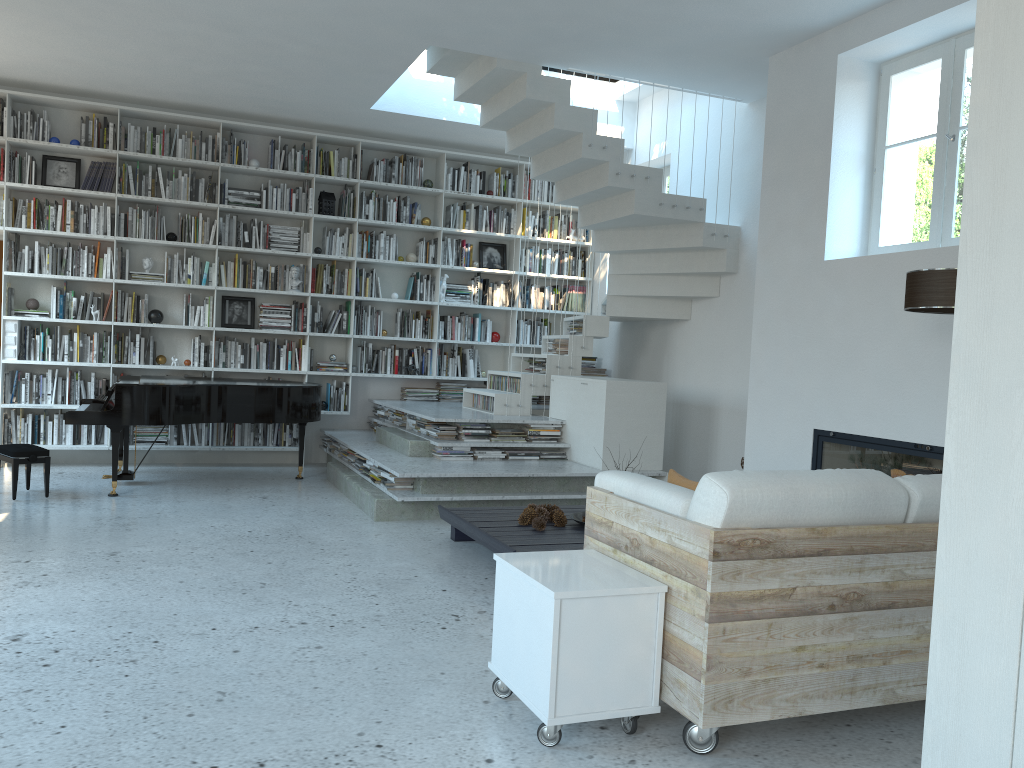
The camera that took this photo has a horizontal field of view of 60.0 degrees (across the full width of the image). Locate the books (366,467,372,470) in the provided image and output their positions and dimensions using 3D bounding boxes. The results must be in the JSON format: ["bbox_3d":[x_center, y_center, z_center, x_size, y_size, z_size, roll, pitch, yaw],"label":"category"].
[{"bbox_3d":[-1.038,0.645,6.851,0.171,0.007,0.260,2,2,-19],"label":"books"}]

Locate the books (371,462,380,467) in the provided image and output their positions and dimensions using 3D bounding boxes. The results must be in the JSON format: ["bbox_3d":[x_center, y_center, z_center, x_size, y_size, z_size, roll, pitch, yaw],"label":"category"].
[{"bbox_3d":[-0.928,0.592,6.567,0.182,0.016,0.256,2,2,-19],"label":"books"}]

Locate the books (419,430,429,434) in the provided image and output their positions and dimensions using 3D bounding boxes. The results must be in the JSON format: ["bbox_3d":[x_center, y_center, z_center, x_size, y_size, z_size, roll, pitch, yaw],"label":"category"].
[{"bbox_3d":[-0.660,0.393,7.281,0.154,0.007,0.292,2,2,-19],"label":"books"}]

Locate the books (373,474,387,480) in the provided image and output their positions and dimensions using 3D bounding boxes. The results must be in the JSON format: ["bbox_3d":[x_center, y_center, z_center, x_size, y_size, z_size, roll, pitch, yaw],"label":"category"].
[{"bbox_3d":[-0.921,0.688,6.576,0.170,0.006,0.268,2,2,-22],"label":"books"}]

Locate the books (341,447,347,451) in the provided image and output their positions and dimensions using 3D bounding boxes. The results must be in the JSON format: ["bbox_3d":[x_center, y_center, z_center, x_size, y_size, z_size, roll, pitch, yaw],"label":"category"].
[{"bbox_3d":[-1.386,0.564,7.704,0.182,0.016,0.198,2,2,-17],"label":"books"}]

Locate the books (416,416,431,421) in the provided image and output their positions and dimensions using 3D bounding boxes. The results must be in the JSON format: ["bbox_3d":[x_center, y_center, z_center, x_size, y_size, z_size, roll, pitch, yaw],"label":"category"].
[{"bbox_3d":[-0.673,0.281,7.269,0.189,0.022,0.237,2,2,-17],"label":"books"}]

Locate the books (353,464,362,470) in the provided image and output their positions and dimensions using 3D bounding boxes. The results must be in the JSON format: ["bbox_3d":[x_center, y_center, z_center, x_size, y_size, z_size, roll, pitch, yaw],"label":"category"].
[{"bbox_3d":[-1.162,0.667,7.133,0.189,0.009,0.290,2,2,-19],"label":"books"}]

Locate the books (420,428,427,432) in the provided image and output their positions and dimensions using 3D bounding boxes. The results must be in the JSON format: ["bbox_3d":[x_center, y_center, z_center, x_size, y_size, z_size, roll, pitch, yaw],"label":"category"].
[{"bbox_3d":[-0.654,0.375,7.282,0.155,0.028,0.189,2,2,-21],"label":"books"}]

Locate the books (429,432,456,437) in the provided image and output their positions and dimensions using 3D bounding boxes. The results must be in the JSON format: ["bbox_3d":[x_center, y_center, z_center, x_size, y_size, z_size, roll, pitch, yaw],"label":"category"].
[{"bbox_3d":[-0.551,0.399,7.027,0.152,0.015,0.207,2,2,-25],"label":"books"}]

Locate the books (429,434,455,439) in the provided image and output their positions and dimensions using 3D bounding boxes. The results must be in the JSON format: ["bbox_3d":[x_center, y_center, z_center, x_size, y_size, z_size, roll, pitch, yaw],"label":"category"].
[{"bbox_3d":[-0.557,0.413,7.025,0.161,0.014,0.212,2,2,-18],"label":"books"}]

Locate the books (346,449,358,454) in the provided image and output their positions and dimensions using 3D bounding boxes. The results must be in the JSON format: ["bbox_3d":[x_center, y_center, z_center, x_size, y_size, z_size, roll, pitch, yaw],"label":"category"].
[{"bbox_3d":[-1.267,0.567,7.418,0.179,0.012,0.249,2,2,-25],"label":"books"}]

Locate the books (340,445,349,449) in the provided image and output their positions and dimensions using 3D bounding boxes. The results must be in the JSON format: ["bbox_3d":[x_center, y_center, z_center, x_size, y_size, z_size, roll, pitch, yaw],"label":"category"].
[{"bbox_3d":[-1.378,0.549,7.706,0.171,0.015,0.252,2,2,-25],"label":"books"}]

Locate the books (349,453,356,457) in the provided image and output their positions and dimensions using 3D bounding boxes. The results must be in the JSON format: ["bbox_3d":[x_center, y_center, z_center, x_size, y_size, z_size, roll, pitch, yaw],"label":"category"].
[{"bbox_3d":[-1.258,0.592,7.423,0.169,0.009,0.241,2,2,-22],"label":"books"}]

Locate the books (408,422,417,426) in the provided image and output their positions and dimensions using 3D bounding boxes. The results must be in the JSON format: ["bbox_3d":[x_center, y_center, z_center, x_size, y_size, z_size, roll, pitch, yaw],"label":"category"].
[{"bbox_3d":[-0.783,0.340,7.558,0.178,0.015,0.187,2,2,-17],"label":"books"}]

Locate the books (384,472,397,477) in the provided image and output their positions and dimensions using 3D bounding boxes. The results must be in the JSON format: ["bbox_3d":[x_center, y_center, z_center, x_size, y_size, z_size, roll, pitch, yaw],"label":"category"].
[{"bbox_3d":[-0.810,0.635,6.289,0.165,0.015,0.243,2,2,-18],"label":"books"}]

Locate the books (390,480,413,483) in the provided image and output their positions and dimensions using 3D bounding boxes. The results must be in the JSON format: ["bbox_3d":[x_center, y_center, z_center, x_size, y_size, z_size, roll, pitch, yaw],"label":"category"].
[{"bbox_3d":[-0.793,0.679,6.298,0.137,0.019,0.224,2,2,-21],"label":"books"}]

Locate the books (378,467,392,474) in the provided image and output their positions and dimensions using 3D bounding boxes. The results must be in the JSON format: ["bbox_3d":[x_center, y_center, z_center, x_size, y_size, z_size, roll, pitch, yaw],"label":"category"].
[{"bbox_3d":[-0.821,0.610,6.282,0.192,0.014,0.256,2,2,-26],"label":"books"}]

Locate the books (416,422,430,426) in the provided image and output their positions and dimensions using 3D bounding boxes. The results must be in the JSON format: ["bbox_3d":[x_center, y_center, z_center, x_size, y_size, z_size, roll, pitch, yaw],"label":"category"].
[{"bbox_3d":[-0.665,0.330,7.275,0.187,0.009,0.250,2,2,-22],"label":"books"}]

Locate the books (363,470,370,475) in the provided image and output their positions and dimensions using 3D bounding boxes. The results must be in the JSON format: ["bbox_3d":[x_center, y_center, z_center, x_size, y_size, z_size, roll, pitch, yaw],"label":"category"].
[{"bbox_3d":[-1.036,0.691,6.855,0.171,0.005,0.297,2,2,-23],"label":"books"}]

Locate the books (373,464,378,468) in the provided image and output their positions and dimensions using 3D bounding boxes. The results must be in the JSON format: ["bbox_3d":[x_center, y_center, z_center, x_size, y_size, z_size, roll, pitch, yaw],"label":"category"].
[{"bbox_3d":[-0.928,0.605,6.568,0.178,0.010,0.195,2,2,-17],"label":"books"}]

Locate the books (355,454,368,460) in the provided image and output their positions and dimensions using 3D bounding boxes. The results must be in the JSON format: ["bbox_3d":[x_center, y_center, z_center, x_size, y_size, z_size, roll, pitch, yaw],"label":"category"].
[{"bbox_3d":[-1.149,0.586,7.132,0.170,0.014,0.280,2,2,-25],"label":"books"}]

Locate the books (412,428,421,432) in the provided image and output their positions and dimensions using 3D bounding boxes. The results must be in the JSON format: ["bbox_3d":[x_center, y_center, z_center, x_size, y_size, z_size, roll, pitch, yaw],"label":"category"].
[{"bbox_3d":[-0.767,0.393,7.568,0.132,0.016,0.262,2,2,-17],"label":"books"}]

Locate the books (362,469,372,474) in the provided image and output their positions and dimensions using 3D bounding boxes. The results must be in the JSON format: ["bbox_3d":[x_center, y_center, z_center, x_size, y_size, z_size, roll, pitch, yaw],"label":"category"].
[{"bbox_3d":[-1.039,0.675,6.852,0.180,0.008,0.267,2,2,-23],"label":"books"}]

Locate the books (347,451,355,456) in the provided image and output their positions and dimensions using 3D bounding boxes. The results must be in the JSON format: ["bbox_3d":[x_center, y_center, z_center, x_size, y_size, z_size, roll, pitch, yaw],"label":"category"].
[{"bbox_3d":[-1.265,0.580,7.420,0.165,0.014,0.235,2,2,-27],"label":"books"}]

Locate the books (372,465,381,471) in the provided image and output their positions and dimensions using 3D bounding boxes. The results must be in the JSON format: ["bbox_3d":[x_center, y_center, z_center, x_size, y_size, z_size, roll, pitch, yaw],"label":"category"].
[{"bbox_3d":[-0.920,0.622,6.572,0.175,0.006,0.251,2,2,-22],"label":"books"}]

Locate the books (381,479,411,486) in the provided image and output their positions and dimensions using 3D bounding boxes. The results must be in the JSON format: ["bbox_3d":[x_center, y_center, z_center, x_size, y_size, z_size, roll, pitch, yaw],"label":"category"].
[{"bbox_3d":[-0.823,0.696,6.287,0.187,0.017,0.205,2,2,-17],"label":"books"}]

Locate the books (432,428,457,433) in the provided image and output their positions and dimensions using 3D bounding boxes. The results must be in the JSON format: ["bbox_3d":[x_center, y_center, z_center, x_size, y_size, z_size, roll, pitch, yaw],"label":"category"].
[{"bbox_3d":[-0.539,0.366,7.029,0.137,0.012,0.242,2,2,-21],"label":"books"}]

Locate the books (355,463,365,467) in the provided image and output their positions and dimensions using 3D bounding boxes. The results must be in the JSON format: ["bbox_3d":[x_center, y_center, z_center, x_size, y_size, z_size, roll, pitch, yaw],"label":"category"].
[{"bbox_3d":[-1.152,0.649,7.135,0.177,0.011,0.220,2,2,-20],"label":"books"}]

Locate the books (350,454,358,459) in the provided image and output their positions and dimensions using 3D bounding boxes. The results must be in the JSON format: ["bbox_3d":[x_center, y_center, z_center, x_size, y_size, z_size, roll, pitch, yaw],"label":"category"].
[{"bbox_3d":[-1.254,0.601,7.425,0.155,0.009,0.297,2,2,-21],"label":"books"}]

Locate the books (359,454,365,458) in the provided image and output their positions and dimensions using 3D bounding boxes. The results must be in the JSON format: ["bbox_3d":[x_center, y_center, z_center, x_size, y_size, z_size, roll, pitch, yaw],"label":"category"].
[{"bbox_3d":[-1.135,0.576,7.137,0.157,0.007,0.268,2,2,-22],"label":"books"}]

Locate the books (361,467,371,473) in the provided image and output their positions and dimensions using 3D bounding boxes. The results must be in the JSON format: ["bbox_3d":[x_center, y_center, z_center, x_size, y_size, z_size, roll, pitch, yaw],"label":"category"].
[{"bbox_3d":[-1.044,0.665,6.850,0.189,0.013,0.215,2,2,-24],"label":"books"}]

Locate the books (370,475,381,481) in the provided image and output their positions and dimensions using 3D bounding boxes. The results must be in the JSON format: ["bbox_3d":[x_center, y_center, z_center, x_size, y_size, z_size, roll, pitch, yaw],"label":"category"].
[{"bbox_3d":[-0.935,0.694,6.571,0.191,0.006,0.275,2,2,-20],"label":"books"}]

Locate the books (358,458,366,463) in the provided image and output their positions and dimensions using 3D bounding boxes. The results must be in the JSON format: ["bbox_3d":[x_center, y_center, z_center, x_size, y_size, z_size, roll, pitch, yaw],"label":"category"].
[{"bbox_3d":[-1.138,0.611,7.138,0.142,0.017,0.239,2,2,-26],"label":"books"}]

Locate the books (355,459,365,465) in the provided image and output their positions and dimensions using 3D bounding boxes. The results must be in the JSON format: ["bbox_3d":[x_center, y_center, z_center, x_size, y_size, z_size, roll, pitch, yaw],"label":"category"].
[{"bbox_3d":[-1.149,0.631,7.135,0.160,0.025,0.243,2,2,-27],"label":"books"}]

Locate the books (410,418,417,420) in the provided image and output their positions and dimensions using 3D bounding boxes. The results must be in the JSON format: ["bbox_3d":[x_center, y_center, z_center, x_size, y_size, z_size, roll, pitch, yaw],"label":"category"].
[{"bbox_3d":[-0.766,0.296,7.562,0.145,0.017,0.208,2,2,-27],"label":"books"}]

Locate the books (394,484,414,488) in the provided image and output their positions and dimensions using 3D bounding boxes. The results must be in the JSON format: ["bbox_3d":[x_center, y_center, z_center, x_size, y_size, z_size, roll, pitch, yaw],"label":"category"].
[{"bbox_3d":[-0.791,0.713,6.302,0.132,0.014,0.205,2,2,-22],"label":"books"}]

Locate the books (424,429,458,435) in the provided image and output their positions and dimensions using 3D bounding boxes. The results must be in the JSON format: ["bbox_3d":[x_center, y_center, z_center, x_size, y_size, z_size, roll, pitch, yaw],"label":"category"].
[{"bbox_3d":[-0.562,0.378,7.021,0.184,0.014,0.297,2,2,-23],"label":"books"}]

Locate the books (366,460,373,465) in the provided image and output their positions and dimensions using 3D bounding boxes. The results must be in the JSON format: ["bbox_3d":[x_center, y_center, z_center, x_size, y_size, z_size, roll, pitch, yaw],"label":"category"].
[{"bbox_3d":[-1.024,0.612,6.854,0.141,0.028,0.222,2,2,-27],"label":"books"}]

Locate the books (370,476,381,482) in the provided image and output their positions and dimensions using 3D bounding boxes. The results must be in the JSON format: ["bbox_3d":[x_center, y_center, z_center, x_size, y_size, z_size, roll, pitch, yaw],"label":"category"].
[{"bbox_3d":[-0.929,0.701,6.573,0.178,0.009,0.276,2,2,-24],"label":"books"}]

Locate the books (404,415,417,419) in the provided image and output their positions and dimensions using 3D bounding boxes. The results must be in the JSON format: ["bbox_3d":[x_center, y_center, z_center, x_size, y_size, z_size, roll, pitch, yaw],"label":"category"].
[{"bbox_3d":[-0.787,0.279,7.552,0.192,0.014,0.256,2,2,-26],"label":"books"}]

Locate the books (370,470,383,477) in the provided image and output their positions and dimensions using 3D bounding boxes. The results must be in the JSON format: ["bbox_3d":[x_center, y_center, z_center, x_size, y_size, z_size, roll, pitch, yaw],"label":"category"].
[{"bbox_3d":[-0.931,0.664,6.570,0.191,0.015,0.246,2,2,-21],"label":"books"}]

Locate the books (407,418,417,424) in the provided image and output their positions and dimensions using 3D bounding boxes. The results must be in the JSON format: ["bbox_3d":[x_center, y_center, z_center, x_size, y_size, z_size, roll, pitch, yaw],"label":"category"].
[{"bbox_3d":[-0.777,0.318,7.559,0.174,0.029,0.250,2,2,-24],"label":"books"}]

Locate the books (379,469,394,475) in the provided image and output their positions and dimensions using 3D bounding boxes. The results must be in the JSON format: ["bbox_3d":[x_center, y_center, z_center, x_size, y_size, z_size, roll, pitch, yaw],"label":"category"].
[{"bbox_3d":[-0.815,0.622,6.286,0.176,0.010,0.266,2,2,-26],"label":"books"}]

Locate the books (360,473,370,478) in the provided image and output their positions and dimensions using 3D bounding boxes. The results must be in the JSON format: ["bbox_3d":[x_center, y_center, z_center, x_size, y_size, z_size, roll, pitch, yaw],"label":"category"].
[{"bbox_3d":[-1.051,0.703,6.850,0.193,0.005,0.224,2,2,-26],"label":"books"}]

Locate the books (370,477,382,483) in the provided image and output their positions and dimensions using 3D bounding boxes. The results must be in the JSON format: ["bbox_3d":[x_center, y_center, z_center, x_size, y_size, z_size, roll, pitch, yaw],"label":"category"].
[{"bbox_3d":[-0.940,0.713,6.570,0.191,0.016,0.208,2,2,-17],"label":"books"}]

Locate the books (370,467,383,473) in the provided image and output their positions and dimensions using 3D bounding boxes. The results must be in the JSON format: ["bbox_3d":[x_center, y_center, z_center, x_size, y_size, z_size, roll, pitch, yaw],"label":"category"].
[{"bbox_3d":[-0.928,0.639,6.570,0.168,0.013,0.281,2,2,-27],"label":"books"}]

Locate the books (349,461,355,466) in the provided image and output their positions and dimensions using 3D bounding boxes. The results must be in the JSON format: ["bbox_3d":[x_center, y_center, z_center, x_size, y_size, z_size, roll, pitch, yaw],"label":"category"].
[{"bbox_3d":[-1.267,0.663,7.424,0.161,0.008,0.254,2,2,-17],"label":"books"}]

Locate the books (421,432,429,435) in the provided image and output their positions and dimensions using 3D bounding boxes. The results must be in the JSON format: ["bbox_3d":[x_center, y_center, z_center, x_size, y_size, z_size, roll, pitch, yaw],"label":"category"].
[{"bbox_3d":[-0.657,0.406,7.283,0.142,0.020,0.230,2,2,-17],"label":"books"}]

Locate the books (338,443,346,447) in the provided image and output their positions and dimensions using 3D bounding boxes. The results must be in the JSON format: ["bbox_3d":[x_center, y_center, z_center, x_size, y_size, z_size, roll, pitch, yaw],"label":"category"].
[{"bbox_3d":[-1.388,0.528,7.701,0.193,0.005,0.224,2,2,-26],"label":"books"}]

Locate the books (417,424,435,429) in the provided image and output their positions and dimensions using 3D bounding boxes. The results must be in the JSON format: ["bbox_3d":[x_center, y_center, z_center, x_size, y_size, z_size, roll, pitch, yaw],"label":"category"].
[{"bbox_3d":[-0.662,0.348,7.278,0.177,0.026,0.230,2,2,-22],"label":"books"}]

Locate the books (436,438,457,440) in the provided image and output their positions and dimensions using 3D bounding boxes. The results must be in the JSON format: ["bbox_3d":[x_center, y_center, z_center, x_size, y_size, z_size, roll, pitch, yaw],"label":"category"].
[{"bbox_3d":[-0.543,0.425,7.031,0.144,0.009,0.249,2,2,-22],"label":"books"}]

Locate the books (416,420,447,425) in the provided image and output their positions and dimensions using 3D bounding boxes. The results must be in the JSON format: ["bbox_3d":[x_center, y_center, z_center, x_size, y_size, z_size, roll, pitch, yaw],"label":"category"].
[{"bbox_3d":[-0.662,0.314,7.275,0.168,0.013,0.281,2,2,-25],"label":"books"}]

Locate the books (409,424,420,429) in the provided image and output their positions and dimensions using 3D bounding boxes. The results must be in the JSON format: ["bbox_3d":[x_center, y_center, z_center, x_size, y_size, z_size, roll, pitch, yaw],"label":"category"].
[{"bbox_3d":[-0.773,0.360,7.563,0.167,0.024,0.192,2,2,-21],"label":"books"}]

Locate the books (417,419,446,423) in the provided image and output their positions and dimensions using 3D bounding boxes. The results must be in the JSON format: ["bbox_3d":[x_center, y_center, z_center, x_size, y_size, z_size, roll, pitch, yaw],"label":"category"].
[{"bbox_3d":[-0.661,0.304,7.275,0.171,0.007,0.260,2,2,-24],"label":"books"}]

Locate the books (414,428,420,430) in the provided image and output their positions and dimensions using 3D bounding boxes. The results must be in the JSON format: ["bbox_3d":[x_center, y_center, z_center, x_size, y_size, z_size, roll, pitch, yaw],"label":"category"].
[{"bbox_3d":[-0.758,0.379,7.571,0.136,0.013,0.258,2,2,-22],"label":"books"}]

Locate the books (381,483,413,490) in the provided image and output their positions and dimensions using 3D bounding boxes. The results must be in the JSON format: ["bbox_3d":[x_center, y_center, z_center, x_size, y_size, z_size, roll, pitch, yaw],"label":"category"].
[{"bbox_3d":[-0.819,0.728,6.291,0.184,0.017,0.230,2,2,-20],"label":"books"}]

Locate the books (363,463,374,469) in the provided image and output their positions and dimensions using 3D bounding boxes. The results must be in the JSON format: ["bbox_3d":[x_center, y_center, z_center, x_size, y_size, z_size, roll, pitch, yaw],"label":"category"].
[{"bbox_3d":[-1.039,0.633,6.850,0.180,0.017,0.182,2,2,-25],"label":"books"}]

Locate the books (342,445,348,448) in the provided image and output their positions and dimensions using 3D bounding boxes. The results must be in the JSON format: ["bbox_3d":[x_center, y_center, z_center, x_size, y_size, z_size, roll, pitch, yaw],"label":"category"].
[{"bbox_3d":[-1.375,0.536,7.707,0.174,0.011,0.227,2,2,-23],"label":"books"}]

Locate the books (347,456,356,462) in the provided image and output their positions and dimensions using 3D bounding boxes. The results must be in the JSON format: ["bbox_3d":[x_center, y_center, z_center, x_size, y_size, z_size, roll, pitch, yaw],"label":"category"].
[{"bbox_3d":[-1.267,0.624,7.422,0.182,0.013,0.287,2,2,-21],"label":"books"}]

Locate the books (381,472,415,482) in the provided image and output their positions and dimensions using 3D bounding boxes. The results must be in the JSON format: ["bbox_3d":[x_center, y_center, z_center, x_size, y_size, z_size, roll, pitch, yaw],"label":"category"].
[{"bbox_3d":[-0.810,0.656,6.290,0.156,0.027,0.287,2,2,-27],"label":"books"}]
